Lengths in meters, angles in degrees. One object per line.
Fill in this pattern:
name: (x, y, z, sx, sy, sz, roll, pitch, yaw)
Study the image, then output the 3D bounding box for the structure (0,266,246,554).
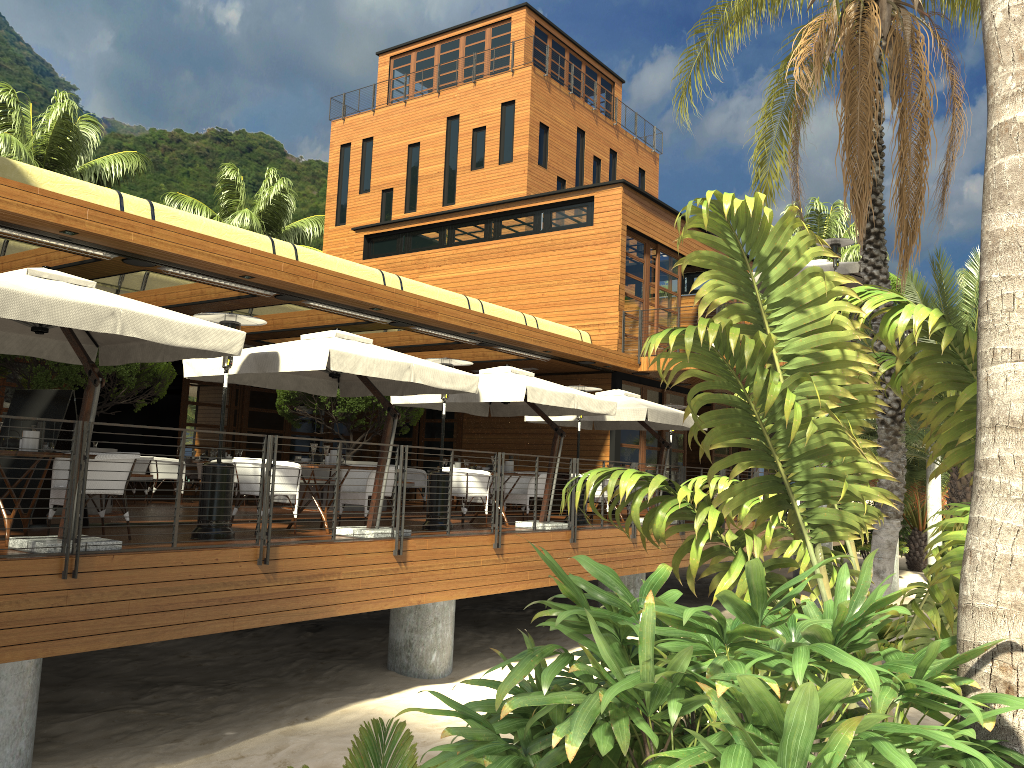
structure: (-4.035, 0.155, 7.447, 2.412, 2.338, 2.409, -2, -8, 35)

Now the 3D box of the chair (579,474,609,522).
chair: (1.295, 1.926, 14.995, 0.627, 0.790, 0.615, -2, -8, 36)

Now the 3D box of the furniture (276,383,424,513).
furniture: (-2.900, 0.877, 15.735, 2.616, 2.729, 2.689, -1, -7, 26)

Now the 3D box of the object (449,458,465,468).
object: (-1.069, 1.562, 17.173, 0.263, 0.264, 0.263, 3, -6, -8)

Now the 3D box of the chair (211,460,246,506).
chair: (-4.876, 1.706, 15.319, 0.627, 0.790, 0.616, 7, -8, -33)

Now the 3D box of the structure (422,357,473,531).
structure: (-0.891, 0.746, 11.311, 0.699, 2.197, 0.698, -1, -7, 23)

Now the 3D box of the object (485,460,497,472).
object: (-0.308, 1.199, 12.940, 0.163, 0.179, 0.167, -3, -8, 37)

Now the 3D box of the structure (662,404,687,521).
structure: (2.984, 1.460, 16.700, 0.699, 2.197, 0.698, -1, -7, 23)

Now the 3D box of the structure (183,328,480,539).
structure: (-2.078, 0.515, 10.169, 2.412, 2.338, 2.409, -2, -8, 35)

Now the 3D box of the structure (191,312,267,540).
structure: (-2.821, 0.391, 8.627, 0.699, 2.197, 0.698, -1, -7, 23)

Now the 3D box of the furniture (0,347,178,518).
furniture: (-5.960, 0.325, 11.599, 2.569, 2.729, 2.713, 2, -6, 1)

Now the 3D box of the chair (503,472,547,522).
chair: (0.235, 1.726, 13.479, 0.627, 0.790, 0.615, -2, -8, 36)

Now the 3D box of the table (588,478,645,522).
table: (1.728, 2.019, 15.545, 0.931, 0.751, 0.930, -2, -8, 35)

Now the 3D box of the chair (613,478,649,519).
chair: (2.215, 2.091, 16.232, 0.627, 0.790, 0.615, -2, -8, 36)

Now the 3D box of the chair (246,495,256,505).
chair: (-4.529, 1.835, 16.437, 0.616, 0.790, 0.627, 7, -8, -33)

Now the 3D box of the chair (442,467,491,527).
chair: (-0.685, 1.561, 12.241, 0.627, 0.790, 0.615, -2, -8, 36)

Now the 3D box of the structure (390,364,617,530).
structure: (-0.121, 0.876, 12.890, 2.412, 2.338, 2.409, -2, -8, 35)

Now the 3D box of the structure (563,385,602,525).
structure: (1.044, 1.103, 14.002, 0.699, 2.197, 0.698, -1, -7, 23)

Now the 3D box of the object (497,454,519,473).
object: (-0.062, 1.150, 12.769, 0.263, 0.264, 0.263, 3, -6, -9)

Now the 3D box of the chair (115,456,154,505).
chair: (-6.167, 1.548, 14.304, 0.627, 0.790, 0.616, -3, -9, 41)

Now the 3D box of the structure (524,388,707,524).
structure: (1.836, 1.236, 15.611, 2.412, 2.338, 2.409, -2, -8, 35)

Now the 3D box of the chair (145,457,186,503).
chair: (-6.102, 1.678, 15.539, 0.616, 0.790, 0.627, 7, -8, -33)

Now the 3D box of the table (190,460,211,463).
table: (-5.243, 1.785, 16.061, 1.166, 0.751, 1.163, 1, -6, 16)

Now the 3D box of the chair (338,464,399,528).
chair: (-1.710, 1.368, 10.773, 0.627, 0.790, 0.615, -2, -8, 36)

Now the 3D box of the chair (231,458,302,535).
chair: (-2.665, 1.196, 9.488, 0.627, 0.790, 0.615, -2, -8, 36)

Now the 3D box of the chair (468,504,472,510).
chair: (-1.048, 2.129, 17.908, 0.627, 0.790, 0.615, 3, -7, -8)

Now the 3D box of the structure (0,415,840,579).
structure: (1.316, 1.694, 12.945, 0.163, 1.156, 26.220, -3, -8, 35)

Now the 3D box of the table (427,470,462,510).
table: (-1.075, 2.065, 17.114, 1.165, 0.751, 1.164, -3, -8, 41)

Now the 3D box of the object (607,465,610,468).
object: (1.739, 1.562, 15.913, 0.082, 0.227, 0.082, -3, -8, 36)

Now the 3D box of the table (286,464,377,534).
table: (-2.201, 1.295, 10.081, 0.931, 0.751, 0.930, -2, -8, 35)

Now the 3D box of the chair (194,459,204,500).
chair: (-5.686, 1.821, 16.766, 0.627, 0.790, 0.616, 7, -8, -33)

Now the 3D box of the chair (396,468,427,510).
chair: (-1.947, 1.996, 16.973, 0.616, 0.790, 0.626, 3, -7, -8)

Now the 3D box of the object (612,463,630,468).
object: (1.916, 1.514, 15.520, 0.263, 0.264, 0.263, 3, -6, -9)

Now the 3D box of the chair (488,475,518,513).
chair: (-0.136, 2.086, 17.124, 0.616, 0.790, 0.626, 3, -7, -8)

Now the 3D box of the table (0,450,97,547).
table: (-4.164, 0.934, 7.352, 0.931, 0.751, 0.930, -2, -8, 35)

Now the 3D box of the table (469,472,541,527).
table: (-0.239, 1.656, 12.810, 0.931, 0.751, 0.930, -2, -8, 35)

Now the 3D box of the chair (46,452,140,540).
chair: (-3.732, 0.996, 7.961, 0.627, 0.790, 0.615, -2, -8, 36)

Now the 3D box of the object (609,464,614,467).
object: (1.715, 1.504, 15.361, 0.082, 0.227, 0.082, -3, -8, 36)

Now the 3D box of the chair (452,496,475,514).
chair: (-0.927, 1.965, 16.259, 0.627, 0.790, 0.615, 3, -7, -8)

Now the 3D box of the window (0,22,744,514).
window: (-1.324, -6.042, 22.759, 14.489, 18.003, 38.332, 1, -6, 13)

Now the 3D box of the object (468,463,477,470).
object: (-0.754, 1.593, 16.949, 0.163, 0.179, 0.167, 3, -6, -5)

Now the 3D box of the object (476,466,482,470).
object: (-0.475, 1.223, 12.782, 0.086, 0.086, 0.086, -3, -8, 40)

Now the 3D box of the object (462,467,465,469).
object: (-0.955, 1.680, 17.419, 0.086, 0.086, 0.086, -2, -8, 37)
